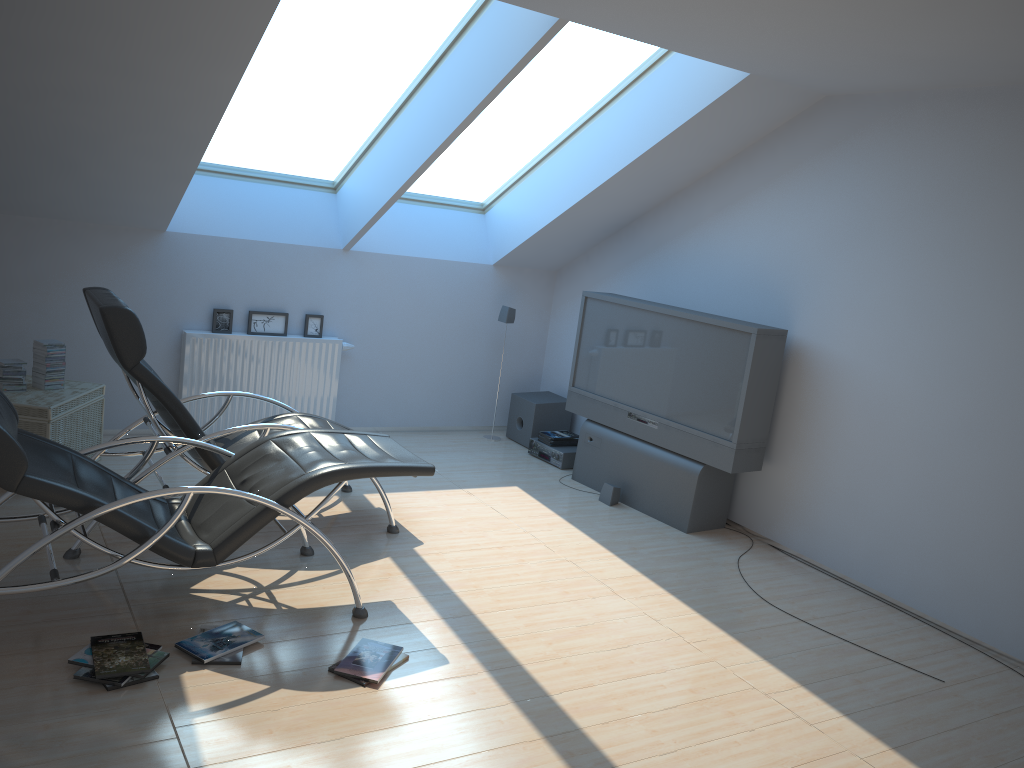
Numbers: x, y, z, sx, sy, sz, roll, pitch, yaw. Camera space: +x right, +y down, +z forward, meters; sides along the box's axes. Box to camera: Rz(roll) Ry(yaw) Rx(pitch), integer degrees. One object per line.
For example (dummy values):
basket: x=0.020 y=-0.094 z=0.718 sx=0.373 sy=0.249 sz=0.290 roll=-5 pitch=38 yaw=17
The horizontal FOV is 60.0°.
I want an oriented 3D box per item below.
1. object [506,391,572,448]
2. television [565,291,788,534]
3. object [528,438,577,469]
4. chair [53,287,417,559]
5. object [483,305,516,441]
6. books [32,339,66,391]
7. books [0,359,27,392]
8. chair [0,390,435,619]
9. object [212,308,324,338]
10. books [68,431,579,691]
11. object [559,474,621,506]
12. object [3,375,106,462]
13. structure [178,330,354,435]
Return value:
object: x=0.242 y=0.311 z=7.855 sx=0.401 sy=0.424 sz=0.400 roll=1 pitch=12 yaw=-32
television: x=1.071 y=0.170 z=6.427 sx=0.400 sy=1.446 sz=1.686 roll=0 pitch=13 yaw=-37
object: x=0.407 y=0.569 z=7.387 sx=0.358 sy=0.138 sz=0.450 roll=0 pitch=13 yaw=-37
chair: x=-1.492 y=0.170 z=5.060 sx=1.938 sy=1.251 sz=0.836 roll=1 pitch=12 yaw=-32
object: x=-0.101 y=-0.093 z=7.744 sx=0.158 sy=1.181 sz=0.160 roll=1 pitch=12 yaw=-32
books: x=-2.863 y=-0.115 z=5.478 sx=0.149 sy=0.300 sz=0.149 roll=13 pitch=12 yaw=28
books: x=-3.011 y=-0.048 z=5.330 sx=0.165 sy=0.184 sz=0.162 roll=1 pitch=12 yaw=-34
chair: x=-1.441 y=0.522 z=4.008 sx=2.114 sy=0.953 sz=0.836 roll=1 pitch=12 yaw=-32
object: x=-1.865 y=-0.463 z=6.818 sx=0.846 sy=0.180 sz=0.030 roll=1 pitch=12 yaw=-32
books: x=-0.251 y=0.827 z=5.279 sx=1.045 sy=0.222 sz=4.790 roll=12 pitch=11 yaw=24
object: x=0.564 y=0.686 z=6.889 sx=0.394 sy=0.141 sz=1.163 roll=7 pitch=10 yaw=-4
object: x=-3.037 y=0.272 z=5.446 sx=0.744 sy=0.518 sz=0.745 roll=7 pitch=10 yaw=-3
structure: x=-1.885 y=0.015 z=6.899 sx=1.324 sy=0.800 sz=0.120 roll=1 pitch=12 yaw=-32
